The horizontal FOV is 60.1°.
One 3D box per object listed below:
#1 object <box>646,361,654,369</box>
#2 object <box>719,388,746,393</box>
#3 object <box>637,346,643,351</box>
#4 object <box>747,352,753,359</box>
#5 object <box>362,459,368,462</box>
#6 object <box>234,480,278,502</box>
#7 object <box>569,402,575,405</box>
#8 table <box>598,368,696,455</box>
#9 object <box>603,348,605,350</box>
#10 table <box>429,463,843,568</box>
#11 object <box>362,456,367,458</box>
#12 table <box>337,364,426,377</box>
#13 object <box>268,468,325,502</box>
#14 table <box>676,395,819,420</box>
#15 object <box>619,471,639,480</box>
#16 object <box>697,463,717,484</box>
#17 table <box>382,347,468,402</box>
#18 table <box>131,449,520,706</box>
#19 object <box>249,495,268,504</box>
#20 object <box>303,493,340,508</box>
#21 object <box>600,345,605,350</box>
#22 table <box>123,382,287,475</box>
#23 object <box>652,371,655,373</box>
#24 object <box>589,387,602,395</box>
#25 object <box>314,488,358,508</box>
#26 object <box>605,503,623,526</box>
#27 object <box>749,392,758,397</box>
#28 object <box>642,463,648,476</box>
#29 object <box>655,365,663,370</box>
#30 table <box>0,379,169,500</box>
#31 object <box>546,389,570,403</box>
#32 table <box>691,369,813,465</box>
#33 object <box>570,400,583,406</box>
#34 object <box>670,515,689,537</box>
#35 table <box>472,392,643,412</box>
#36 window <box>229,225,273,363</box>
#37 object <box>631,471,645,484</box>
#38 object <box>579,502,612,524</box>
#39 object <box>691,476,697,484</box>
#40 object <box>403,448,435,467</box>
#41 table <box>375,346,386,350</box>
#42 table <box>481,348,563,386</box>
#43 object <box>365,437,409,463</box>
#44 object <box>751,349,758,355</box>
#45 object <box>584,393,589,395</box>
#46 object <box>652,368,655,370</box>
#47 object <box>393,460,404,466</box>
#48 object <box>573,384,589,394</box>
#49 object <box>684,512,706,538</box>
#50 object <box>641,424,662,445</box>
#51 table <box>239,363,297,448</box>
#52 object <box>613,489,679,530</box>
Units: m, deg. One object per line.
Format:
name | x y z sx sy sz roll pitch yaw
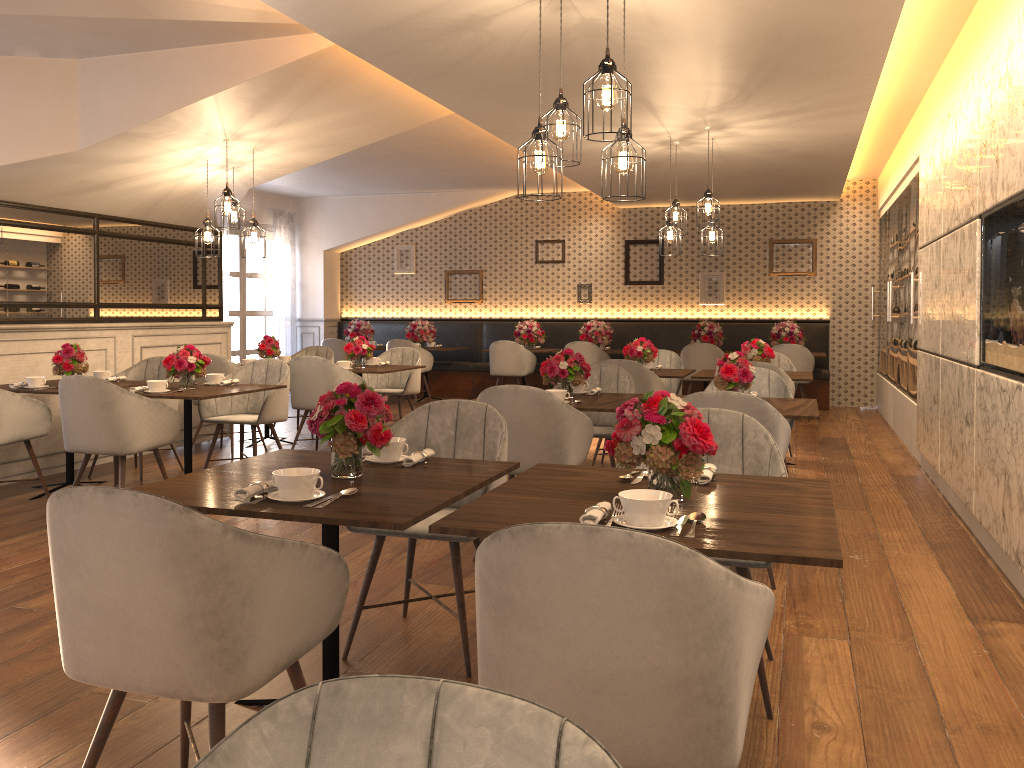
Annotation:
object | 1.164 -0.165 7.717 0.148 0.072 0.148 0 4 -4
object | 1.265 0.047 5.075 0.148 0.072 0.148 0 4 -4
object | 1.057 -0.292 7.379 0.045 0.052 0.077 -1 4 -20
object | 1.908 -0.229 7.081 0.049 0.052 0.077 2 4 28
object | -0.493 0.254 2.916 0.022 0.004 0.211 2 5 18
object | -0.674 0.280 2.362 0.056 0.039 0.176 1 5 18
object | 0.318 0.105 4.773 0.022 0.004 0.211 2 5 18
table | 1.036 0.254 7.437 0.896 0.720 0.898 1 3 18
object | 1.228 -0.464 11.719 0.025 0.024 0.193 1 5 18
table | 0.372 0.664 2.335 0.896 0.720 0.898 1 3 18
object | -0.524 0.246 2.934 0.043 0.015 0.198 1 5 14
table | -1.360 0.213 7.906 0.896 0.720 0.898 1 3 18
object | -0.566 0.266 2.327 0.148 0.072 0.148 -2 5 -29
table | 1.176 0.468 4.784 0.896 0.720 0.898 1 3 18
object | 0.349 0.271 2.647 0.043 0.015 0.198 1 5 14
object | 0.571 0.263 2.595 0.056 0.039 0.176 1 5 18
table | -1.188 -0.133 12.216 0.896 0.720 0.898 1 3 18
table | -0.539 0.639 2.634 0.896 0.720 0.898 1 3 18
object | -0.639 0.288 2.361 0.025 0.024 0.193 1 5 18
object | -0.484 0.301 2.328 0.022 0.004 0.211 2 5 18
object | 1.155 -0.490 11.752 0.148 0.072 0.148 -2 4 -24
table | -2.085 0.390 5.698 0.896 0.720 0.898 1 3 18
object | 1.122 -0.088 7.111 0.043 0.015 0.198 1 5 14
object | 0.500 0.043 5.326 0.056 0.039 0.176 1 5 18
object | -0.453 0.297 2.310 0.043 0.015 0.198 1 5 14
object | 0.235 0.312 2.075 0.025 0.024 0.193 1 5 18
object | 1.373 0.067 5.040 0.056 0.039 0.176 1 5 18
object | 0.463 0.243 2.630 0.148 0.072 0.148 -2 5 -29
object | 1.272 -0.145 7.682 0.056 0.039 0.176 1 5 18
table | -2.996 0.365 5.997 0.896 0.720 0.898 1 3 18
object | 0.236 0.071 4.772 0.148 0.072 0.148 0 4 -4
table | 1.948 0.279 7.138 0.896 0.720 0.898 1 3 18
object | 0.349 0.101 4.756 0.043 0.015 0.198 1 5 14
object | 0.389 0.325 2.042 0.022 0.004 0.211 2 5 18
table | 0.264 0.443 5.083 0.896 0.720 0.898 1 3 18
window | -5.114 -0.493 6.250 0.495 2.384 14.557 0 4 14
object | 0.380 0.278 2.630 0.022 0.004 0.211 2 5 18
object | 0.199 0.305 2.076 0.056 0.039 0.176 1 5 18
object | 0.535 0.270 2.597 0.025 0.024 0.193 1 5 18
object | -0.302 0.239 2.881 0.056 0.039 0.176 1 5 18
table | -2.100 -0.158 12.514 0.896 0.720 0.898 1 3 18
table | 0.157 -0.096 11.774 0.896 0.720 0.898 1 3 18
object | -0.411 0.219 2.916 0.148 0.072 0.148 -2 5 -29
object | 1.927 -0.258 7.061 0.048 0.052 0.076 0 4 -2
object | 0.464 0.050 5.328 0.025 0.024 0.193 1 5 18
object | 1.237 -0.139 7.683 0.025 0.024 0.193 1 5 18
object | -0.338 0.246 2.883 0.025 0.024 0.193 1 5 18
object | 0.391 0.023 5.361 0.148 0.072 0.148 0 4 -4
object | 0.421 0.321 2.024 0.043 0.015 0.198 1 5 14
object | 0.352 0.126 2.261 0.048 0.052 0.076 0 4 -2
table | -2.272 0.188 8.205 0.896 0.720 0.898 1 3 18
object | 0.307 0.291 2.040 0.148 0.072 0.148 -2 5 -29
